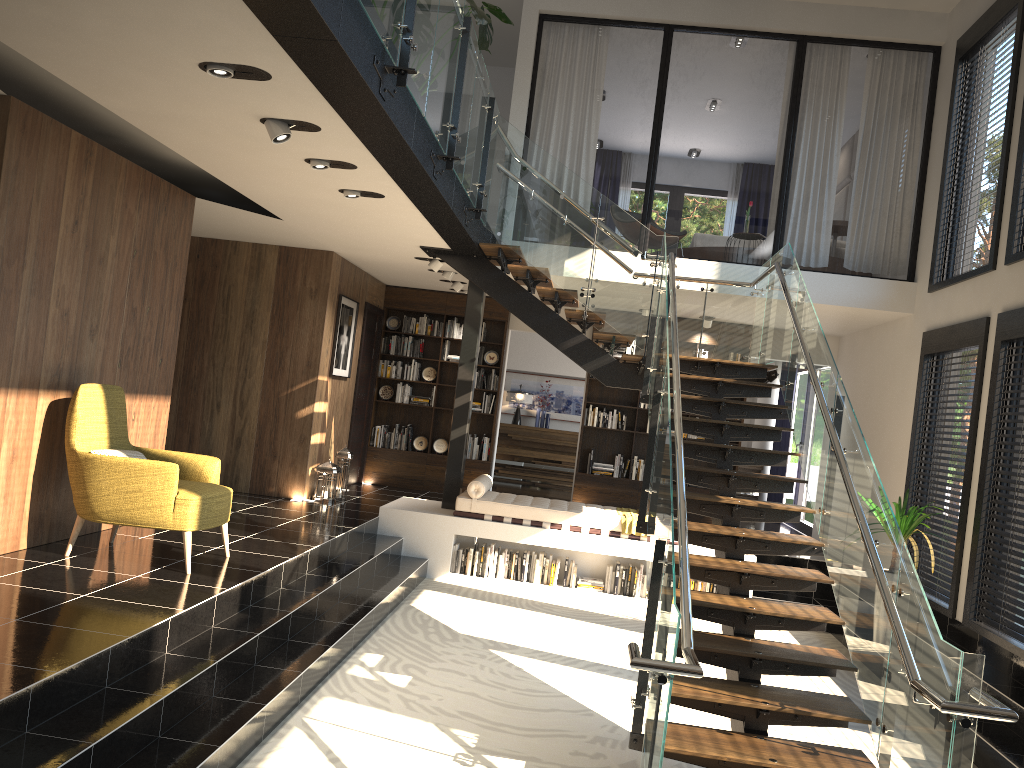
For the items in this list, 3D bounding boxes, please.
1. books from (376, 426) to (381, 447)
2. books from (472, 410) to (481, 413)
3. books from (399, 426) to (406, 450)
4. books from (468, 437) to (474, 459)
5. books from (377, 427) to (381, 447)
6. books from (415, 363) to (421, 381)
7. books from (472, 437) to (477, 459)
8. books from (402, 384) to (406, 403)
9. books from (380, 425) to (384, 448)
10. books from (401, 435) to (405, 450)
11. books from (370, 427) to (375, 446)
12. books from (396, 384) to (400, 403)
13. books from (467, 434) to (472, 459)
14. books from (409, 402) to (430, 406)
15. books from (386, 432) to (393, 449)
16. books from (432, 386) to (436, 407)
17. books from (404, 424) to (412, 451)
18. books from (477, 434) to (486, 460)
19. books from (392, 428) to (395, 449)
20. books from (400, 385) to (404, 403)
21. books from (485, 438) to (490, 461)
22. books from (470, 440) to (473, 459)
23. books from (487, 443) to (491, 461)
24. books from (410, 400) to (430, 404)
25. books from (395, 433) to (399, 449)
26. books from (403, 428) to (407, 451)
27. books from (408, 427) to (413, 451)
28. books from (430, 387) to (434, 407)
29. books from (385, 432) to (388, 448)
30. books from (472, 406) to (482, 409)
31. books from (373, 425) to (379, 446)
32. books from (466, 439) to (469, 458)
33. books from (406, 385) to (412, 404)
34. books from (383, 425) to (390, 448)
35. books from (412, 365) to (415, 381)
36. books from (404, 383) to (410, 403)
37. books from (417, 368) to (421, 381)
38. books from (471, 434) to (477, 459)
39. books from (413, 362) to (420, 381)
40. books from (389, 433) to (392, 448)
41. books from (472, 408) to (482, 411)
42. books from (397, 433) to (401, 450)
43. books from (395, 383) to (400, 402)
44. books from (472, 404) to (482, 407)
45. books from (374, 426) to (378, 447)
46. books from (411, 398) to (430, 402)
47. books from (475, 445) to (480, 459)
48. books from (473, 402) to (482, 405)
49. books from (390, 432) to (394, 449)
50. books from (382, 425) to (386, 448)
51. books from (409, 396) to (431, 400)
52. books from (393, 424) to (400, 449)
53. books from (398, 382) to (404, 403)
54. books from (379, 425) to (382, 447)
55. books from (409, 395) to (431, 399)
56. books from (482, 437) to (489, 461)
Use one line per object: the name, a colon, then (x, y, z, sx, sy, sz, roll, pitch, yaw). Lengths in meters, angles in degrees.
books: (-1.804, 0.714, 12.073, 0.030, 0.282, 0.170, 7, -1, 5)
books: (-0.542, 0.361, 11.965, 0.245, 0.021, 0.159, 7, -1, 7)
books: (-1.479, 0.732, 12.018, 0.016, 0.322, 0.219, 7, -1, 5)
books: (-0.556, 0.860, 11.929, 0.029, 0.286, 0.138, 7, -1, 5)
books: (-1.782, 0.723, 12.039, 0.022, 0.269, 0.216, 7, -1, 5)
books: (-1.274, -0.158, 12.042, 0.023, 0.244, 0.133, 7, -1, 5)
books: (-0.495, 0.864, 11.920, 0.018, 0.292, 0.191, 7, -1, 5)
books: (-1.453, 0.129, 12.039, 0.024, 0.265, 0.148, 7, -1, 5)
books: (-1.746, 0.708, 12.035, 0.015, 0.306, 0.222, 7, -1, 5)
books: (-1.460, 0.792, 12.035, 0.033, 0.208, 0.192, 7, -1, 5)
books: (-1.880, 0.716, 12.087, 0.032, 0.261, 0.195, 7, -1, 5)
books: (-1.531, 0.124, 12.016, 0.026, 0.257, 0.192, 7, -1, 5)
books: (-0.575, 0.840, 11.927, 0.012, 0.322, 0.177, 7, -1, 5)
books: (-1.245, 0.271, 12.018, 0.262, 0.032, 0.155, 7, -1, 7)
books: (-1.661, 0.763, 12.028, 0.021, 0.217, 0.220, 7, -1, 5)
books: (-1.043, 0.167, 11.978, 0.018, 0.286, 0.157, 7, -1, 5)
books: (-1.403, 0.723, 11.988, 0.019, 0.356, 0.235, 7, -1, 5)
books: (-0.406, 0.843, 11.916, 0.065, 0.354, 0.164, 7, -1, 5)
books: (-1.583, 0.740, 12.026, 0.017, 0.282, 0.232, 7, -1, 5)
books: (-1.481, 0.137, 12.047, 0.031, 0.245, 0.120, 7, -1, 5)
books: (-0.328, 0.877, 11.906, 0.029, 0.306, 0.149, 7, -1, 5)
books: (-0.532, 0.881, 11.941, 0.022, 0.250, 0.144, 7, -1, 5)
books: (-0.303, 0.910, 11.914, 0.029, 0.247, 0.139, 7, -1, 5)
books: (-1.242, 0.245, 12.020, 0.266, 0.021, 0.152, 7, -1, 4)
books: (-1.544, 0.775, 12.043, 0.034, 0.223, 0.209, 7, -1, 5)
books: (-1.427, 0.747, 12.013, 0.027, 0.304, 0.204, 7, -1, 5)
books: (-1.373, 0.748, 12.008, 0.042, 0.315, 0.193, 7, -1, 5)
books: (-1.067, 0.177, 12.005, 0.032, 0.261, 0.157, 7, -1, 5)
books: (-1.685, 0.764, 12.077, 0.035, 0.212, 0.159, 7, -1, 5)
books: (-0.536, 0.308, 11.963, 0.263, 0.030, 0.159, 7, -1, 2)
books: (-1.846, 0.706, 12.091, 0.032, 0.288, 0.180, 7, -1, 5)
books: (-0.595, 0.869, 11.952, 0.025, 0.260, 0.114, 7, -1, 5)
books: (-1.394, 0.143, 12.044, 0.030, 0.253, 0.138, 7, -1, 5)
books: (-1.708, 0.714, 12.059, 0.020, 0.304, 0.189, 7, -1, 5)
books: (-1.318, -0.147, 12.036, 0.018, 0.210, 0.157, 7, -1, 5)
books: (-1.425, 0.126, 12.029, 0.032, 0.279, 0.133, 7, -1, 5)
books: (-1.260, -0.125, 12.029, 0.015, 0.181, 0.136, 7, -1, 5)
books: (-0.509, 0.842, 11.921, 0.016, 0.332, 0.195, 7, -1, 5)
books: (-1.296, -0.169, 12.022, 0.021, 0.260, 0.197, 7, -1, 5)
books: (-1.635, 0.772, 12.052, 0.029, 0.206, 0.167, 7, -1, 5)
books: (-0.540, 0.337, 11.954, 0.271, 0.028, 0.174, 7, -1, 1)
books: (-1.510, 0.779, 12.040, 0.036, 0.222, 0.173, 7, -1, 5)
books: (-1.550, 0.119, 12.054, 0.020, 0.264, 0.152, 7, -1, 5)
books: (-0.533, 0.284, 11.969, 0.266, 0.019, 0.157, 7, -1, 7)
books: (-1.827, 0.711, 12.057, 0.014, 0.282, 0.232, 7, -1, 5)
books: (-1.239, 0.218, 12.021, 0.244, 0.033, 0.142, 7, -1, 1)
books: (-0.462, 0.918, 11.947, 0.032, 0.195, 0.134, 7, -1, 5)
books: (-0.529, 0.260, 11.978, 0.239, 0.031, 0.146, 7, -1, 5)
books: (-1.607, 0.767, 12.040, 0.026, 0.222, 0.209, 7, -1, 5)
books: (-1.727, 0.714, 12.067, 0.018, 0.301, 0.195, 7, -1, 5)
books: (-1.238, 0.193, 12.009, 0.293, 0.016, 0.174, 7, -1, 4)
books: (-1.565, 0.712, 12.008, 0.016, 0.341, 0.217, 7, -1, 5)
books: (-1.506, 0.118, 12.024, 0.018, 0.275, 0.144, 7, -1, 5)
books: (-1.761, 0.708, 12.043, 0.016, 0.304, 0.217, 7, -1, 5)
books: (-1.236, 0.179, 12.001, 0.292, 0.013, 0.187, 7, -1, 8)
books: (-0.359, 0.869, 11.916, 0.035, 0.314, 0.168, 7, -1, 5)
